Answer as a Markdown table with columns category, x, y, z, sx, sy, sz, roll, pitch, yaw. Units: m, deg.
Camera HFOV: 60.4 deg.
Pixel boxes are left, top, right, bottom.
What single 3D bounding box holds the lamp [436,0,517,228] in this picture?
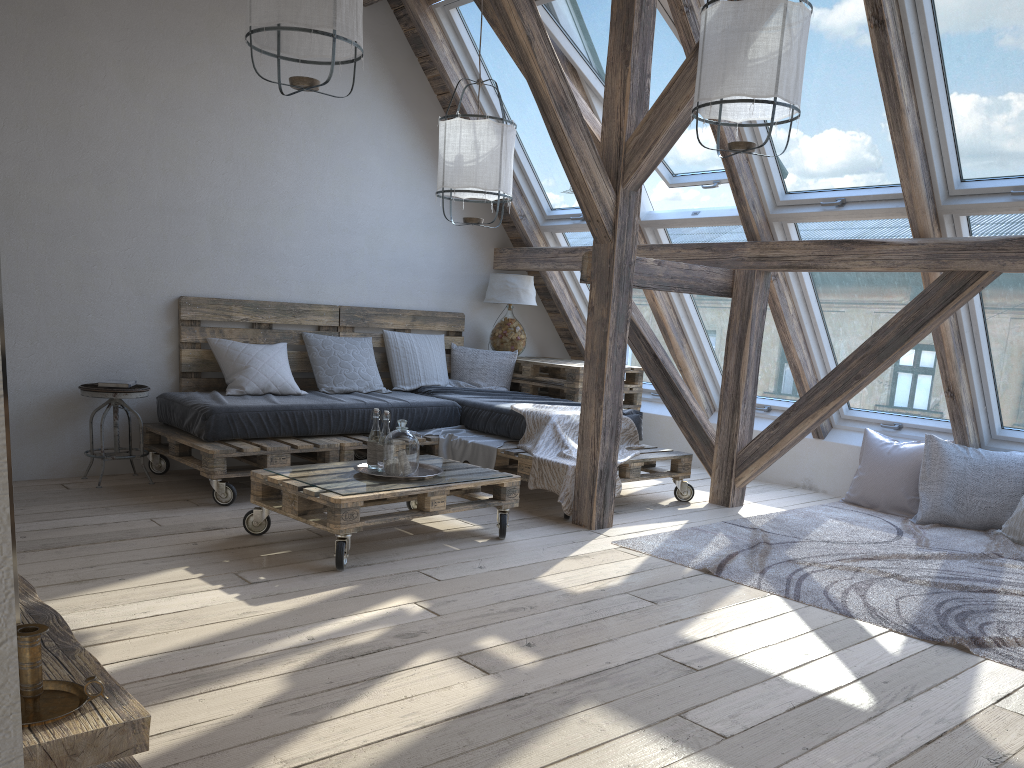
| category | x | y | z | sx | sy | sz | roll | pitch | yaw |
| --- | --- | --- | --- | --- | --- | --- | --- | --- | --- |
| lamp | -0.160 | -1.587 | 4.444 | 0.400 | 1.550 | 0.398 | 3 | 11 | 0 |

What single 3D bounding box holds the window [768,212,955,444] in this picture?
| category | x | y | z | sx | sy | sz | roll | pitch | yaw |
| --- | --- | --- | --- | --- | --- | --- | --- | --- | --- |
| window | 2.053 | -0.315 | 4.970 | 1.091 | 1.304 | 0.842 | -4 | 12 | -41 |

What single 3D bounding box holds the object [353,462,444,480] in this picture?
| category | x | y | z | sx | sy | sz | roll | pitch | yaw |
| --- | --- | --- | --- | --- | --- | --- | --- | --- | --- |
| object | -0.500 | 0.383 | 3.887 | 0.395 | 0.022 | 0.388 | 2 | 5 | -22 |

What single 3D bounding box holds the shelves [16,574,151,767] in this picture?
| category | x | y | z | sx | sy | sz | roll | pitch | yaw |
| --- | --- | --- | --- | --- | --- | --- | --- | --- | --- |
| shelves | -1.078 | 0.596 | 1.768 | 0.329 | 0.459 | 1.581 | -5 | 9 | -41 |

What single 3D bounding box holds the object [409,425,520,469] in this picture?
| category | x | y | z | sx | sy | sz | roll | pitch | yaw |
| --- | --- | --- | --- | --- | --- | --- | --- | --- | --- |
| object | -0.252 | 0.413 | 5.230 | 0.702 | 0.283 | 0.500 | 7 | 7 | 33 |

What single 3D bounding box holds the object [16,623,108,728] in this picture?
| category | x | y | z | sx | sy | sz | roll | pitch | yaw |
| --- | --- | --- | --- | --- | --- | --- | --- | --- | --- |
| object | -0.643 | 0.381 | 1.175 | 0.138 | 0.115 | 0.138 | 8 | 8 | 31 |

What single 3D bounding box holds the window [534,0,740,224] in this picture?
| category | x | y | z | sx | sy | sz | roll | pitch | yaw |
| --- | --- | --- | --- | --- | --- | --- | --- | --- | --- |
| window | 0.805 | -1.591 | 4.789 | 1.344 | 1.303 | 0.842 | -3 | 11 | -41 |

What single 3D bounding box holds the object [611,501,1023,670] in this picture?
| category | x | y | z | sx | sy | sz | roll | pitch | yaw |
| --- | --- | --- | --- | --- | --- | --- | --- | --- | --- |
| object | 2.312 | 0.856 | 3.608 | 2.179 | 0.057 | 3.143 | 0 | 6 | -41 |

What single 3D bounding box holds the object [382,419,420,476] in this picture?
| category | x | y | z | sx | sy | sz | roll | pitch | yaw |
| --- | --- | --- | --- | --- | --- | --- | --- | --- | --- |
| object | -0.475 | 0.275 | 3.781 | 0.155 | 0.252 | 0.153 | 6 | 10 | 17 |

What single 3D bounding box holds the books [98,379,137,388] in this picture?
| category | x | y | z | sx | sy | sz | roll | pitch | yaw |
| --- | --- | --- | --- | --- | --- | --- | --- | --- | --- |
| books | -2.081 | -0.003 | 4.642 | 0.150 | 0.022 | 0.201 | 2 | 5 | -12 |

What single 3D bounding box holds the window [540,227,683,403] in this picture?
| category | x | y | z | sx | sy | sz | roll | pitch | yaw |
| --- | --- | --- | --- | --- | --- | --- | --- | --- | --- |
| window | 0.849 | -0.494 | 6.318 | 1.091 | 1.304 | 0.842 | -4 | 12 | -41 |

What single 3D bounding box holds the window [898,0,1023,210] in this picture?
| category | x | y | z | sx | sy | sz | roll | pitch | yaw |
| --- | --- | --- | --- | --- | --- | --- | --- | --- | --- |
| window | 1.973 | -1.413 | 3.411 | 1.091 | 1.304 | 0.842 | -4 | 12 | -41 |

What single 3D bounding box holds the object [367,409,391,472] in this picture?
| category | x | y | z | sx | sy | sz | roll | pitch | yaw |
| --- | --- | --- | --- | --- | --- | --- | --- | --- | --- |
| object | -0.583 | 0.248 | 3.899 | 0.071 | 0.273 | 0.151 | -6 | 13 | -41 |

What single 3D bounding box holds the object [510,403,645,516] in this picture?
| category | x | y | z | sx | sy | sz | roll | pitch | yaw |
| --- | --- | --- | --- | --- | --- | --- | --- | --- | --- |
| object | 0.458 | 0.403 | 4.827 | 0.811 | 0.483 | 0.991 | 2 | 6 | -12 |

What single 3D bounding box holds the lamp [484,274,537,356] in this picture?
| category | x | y | z | sx | sy | sz | roll | pitch | yaw |
| --- | --- | --- | --- | --- | --- | --- | --- | --- | --- |
| lamp | -0.217 | -0.152 | 6.505 | 0.815 | 1.312 | 0.385 | 10 | 12 | 33 |

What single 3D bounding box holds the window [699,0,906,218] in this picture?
| category | x | y | z | sx | sy | sz | roll | pitch | yaw |
| --- | --- | --- | --- | --- | --- | --- | --- | --- | --- |
| window | 1.372 | -1.502 | 4.085 | 1.091 | 1.304 | 0.842 | -4 | 12 | -41 |

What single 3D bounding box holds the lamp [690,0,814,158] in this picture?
| category | x | y | z | sx | sy | sz | roll | pitch | yaw |
| --- | --- | --- | --- | --- | --- | --- | --- | --- | --- |
| lamp | 0.913 | -1.532 | 3.229 | 0.397 | 1.332 | 0.401 | 8 | 12 | 24 |

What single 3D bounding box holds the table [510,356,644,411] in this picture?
| category | x | y | z | sx | sy | sz | roll | pitch | yaw |
| --- | --- | --- | --- | --- | --- | --- | --- | --- | --- |
| table | 0.337 | 0.190 | 6.397 | 0.671 | 0.716 | 1.002 | -4 | 10 | -41 |

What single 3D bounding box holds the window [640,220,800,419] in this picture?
| category | x | y | z | sx | sy | sz | roll | pitch | yaw |
| --- | --- | --- | --- | --- | --- | --- | --- | --- | --- |
| window | 1.451 | -0.405 | 5.644 | 1.091 | 1.304 | 0.842 | -4 | 12 | -41 |

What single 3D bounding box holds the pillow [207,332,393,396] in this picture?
| category | x | y | z | sx | sy | sz | roll | pitch | yaw |
| --- | --- | --- | --- | --- | --- | --- | --- | --- | --- |
| pillow | -1.243 | -0.129 | 5.326 | 1.125 | 0.362 | 0.345 | -1 | 9 | -41 |

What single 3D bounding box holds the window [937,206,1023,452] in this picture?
| category | x | y | z | sx | sy | sz | roll | pitch | yaw |
| --- | --- | --- | --- | --- | --- | --- | --- | --- | --- |
| window | 2.654 | -0.226 | 4.296 | 1.091 | 1.304 | 0.842 | -4 | 12 | -41 |

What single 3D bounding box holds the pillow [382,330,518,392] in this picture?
| category | x | y | z | sx | sy | sz | roll | pitch | yaw |
| --- | --- | --- | --- | --- | --- | --- | --- | --- | --- |
| pillow | -0.434 | -0.152 | 6.062 | 0.967 | 0.408 | 0.379 | 1 | 8 | -25 |

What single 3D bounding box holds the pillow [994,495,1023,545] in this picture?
| category | x | y | z | sx | sy | sz | roll | pitch | yaw |
| --- | --- | --- | --- | --- | --- | --- | --- | --- | --- |
| pillow | 3.047 | 0.611 | 4.202 | 0.465 | 0.574 | 1.255 | -4 | 9 | -40 |

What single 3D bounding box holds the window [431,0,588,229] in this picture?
| category | x | y | z | sx | sy | sz | roll | pitch | yaw |
| --- | --- | --- | --- | --- | --- | --- | --- | --- | --- |
| window | 0.168 | -1.680 | 5.433 | 1.091 | 1.304 | 0.842 | -4 | 12 | -41 |

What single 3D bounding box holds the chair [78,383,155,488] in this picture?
| category | x | y | z | sx | sy | sz | roll | pitch | yaw |
| --- | --- | --- | --- | --- | --- | --- | --- | --- | --- |
| chair | -2.116 | 0.266 | 4.706 | 0.352 | 0.531 | 0.348 | -4 | 12 | -37 |

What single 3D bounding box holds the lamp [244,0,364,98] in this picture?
| category | x | y | z | sx | sy | sz | roll | pitch | yaw |
| --- | --- | --- | --- | --- | --- | --- | --- | --- | --- |
| lamp | -0.700 | -1.573 | 2.987 | 0.407 | 1.107 | 0.391 | 3 | 10 | 0 |

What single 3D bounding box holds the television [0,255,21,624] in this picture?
| category | x | y | z | sx | sy | sz | roll | pitch | yaw |
| --- | --- | --- | --- | --- | --- | --- | --- | --- | --- |
| television | -1.071 | 0.018 | 1.616 | 0.205 | 0.720 | 1.087 | -6 | 11 | -41 |

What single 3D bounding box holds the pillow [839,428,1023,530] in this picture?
| category | x | y | z | sx | sy | sz | roll | pitch | yaw |
| --- | --- | --- | --- | --- | --- | --- | --- | --- | --- |
| pillow | 2.415 | 0.550 | 4.953 | 1.120 | 0.535 | 0.431 | 8 | 10 | 40 |
